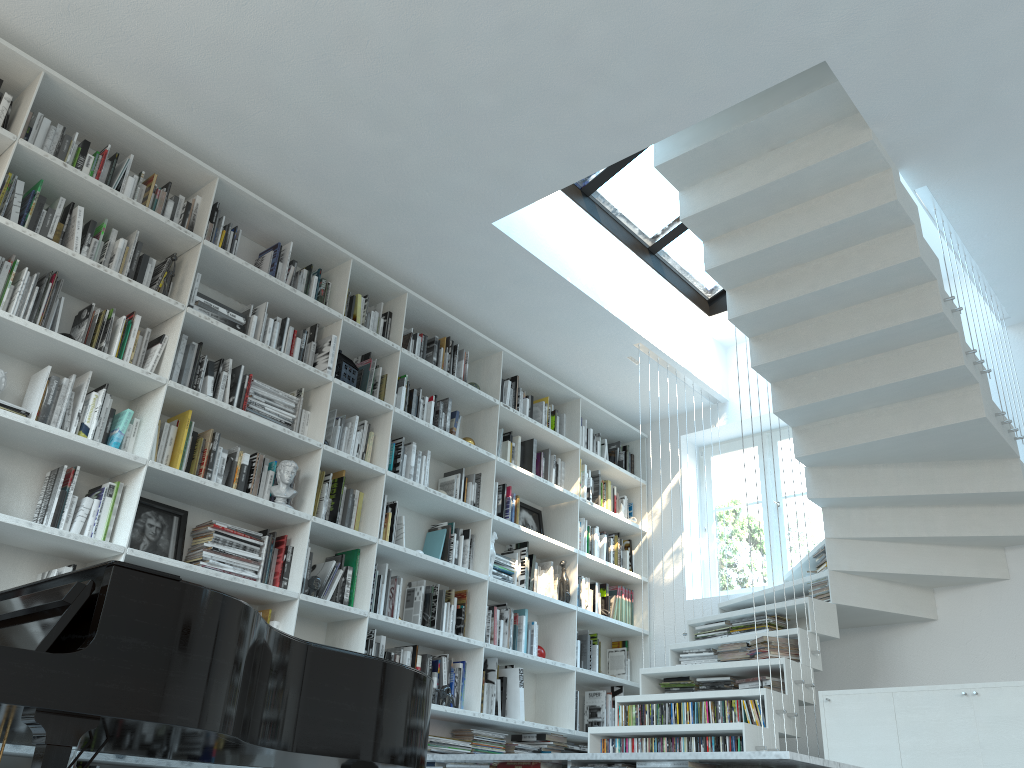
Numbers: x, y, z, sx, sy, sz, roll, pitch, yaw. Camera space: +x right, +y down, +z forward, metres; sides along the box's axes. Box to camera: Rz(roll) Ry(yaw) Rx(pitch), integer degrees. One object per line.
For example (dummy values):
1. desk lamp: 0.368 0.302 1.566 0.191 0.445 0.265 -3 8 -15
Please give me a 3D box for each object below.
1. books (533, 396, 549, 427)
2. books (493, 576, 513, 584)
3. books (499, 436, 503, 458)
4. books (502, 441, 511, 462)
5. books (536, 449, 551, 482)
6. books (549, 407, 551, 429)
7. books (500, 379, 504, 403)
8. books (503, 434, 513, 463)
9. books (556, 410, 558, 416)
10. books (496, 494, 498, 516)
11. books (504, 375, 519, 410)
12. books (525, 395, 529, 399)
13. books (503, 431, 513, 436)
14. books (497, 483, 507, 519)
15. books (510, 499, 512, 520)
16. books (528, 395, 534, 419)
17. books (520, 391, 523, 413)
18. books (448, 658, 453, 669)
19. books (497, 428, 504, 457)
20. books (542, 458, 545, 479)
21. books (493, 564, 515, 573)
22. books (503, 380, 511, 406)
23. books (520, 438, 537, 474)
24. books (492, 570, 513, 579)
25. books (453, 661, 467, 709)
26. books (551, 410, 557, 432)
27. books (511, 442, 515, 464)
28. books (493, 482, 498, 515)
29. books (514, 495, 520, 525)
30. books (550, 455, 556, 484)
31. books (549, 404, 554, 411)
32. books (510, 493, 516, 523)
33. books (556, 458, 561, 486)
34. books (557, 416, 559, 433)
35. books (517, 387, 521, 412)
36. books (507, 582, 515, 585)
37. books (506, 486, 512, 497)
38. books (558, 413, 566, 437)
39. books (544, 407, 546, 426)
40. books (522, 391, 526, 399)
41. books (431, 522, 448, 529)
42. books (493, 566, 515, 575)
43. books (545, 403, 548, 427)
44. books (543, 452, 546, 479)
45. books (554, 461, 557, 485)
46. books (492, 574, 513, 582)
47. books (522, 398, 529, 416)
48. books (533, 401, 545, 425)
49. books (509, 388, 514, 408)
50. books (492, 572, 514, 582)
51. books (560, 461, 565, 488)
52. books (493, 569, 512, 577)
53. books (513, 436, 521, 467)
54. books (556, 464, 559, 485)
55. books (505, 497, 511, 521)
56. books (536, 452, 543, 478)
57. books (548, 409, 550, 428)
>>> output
1. books: 0.185 0.251 6.123 0.166 0.319 0.007 -18 -33 37
2. books: -0.138 1.183 5.333 0.161 0.012 0.255 -21 -36 40
3. books: -0.121 0.456 5.673 0.130 0.249 0.026 -18 -33 37
4. books: -0.088 0.479 5.667 0.175 0.206 0.025 -18 -34 37
5. books: 0.179 0.591 5.957 0.181 0.293 0.022 -18 -33 37
6. books: 0.200 0.292 6.123 0.165 0.247 0.031 -18 -33 37
7. books: -0.135 0.098 5.768 0.185 0.240 0.026 -18 -33 37
8. books: -0.073 0.466 5.698 0.167 0.260 0.026 -18 -33 37
9. books: 0.259 0.324 6.215 0.136 0.278 0.025 -18 -33 37
10. books: -0.147 0.778 5.523 0.131 0.267 0.043 -18 -33 37
11. books: -0.035 0.114 5.888 0.180 0.330 0.014 -18 -33 37
12. books: 0.045 0.212 5.987 0.161 0.253 0.012 -18 -33 37
13. books: -0.067 0.459 5.724 0.163 0.295 0.011 -18 -33 37
14. books: -0.111 0.774 5.531 0.177 0.286 0.012 -18 -33 37
15. books: -0.070 0.833 5.562 0.153 0.212 0.033 -18 -33 37
16. books: 0.068 0.215 5.994 0.165 0.256 0.030 -18 -33 37
17. books: -0.001 0.181 5.911 0.172 0.235 0.022 -18 -33 37
18. books: -0.387 1.647 4.849 0.143 0.281 0.012 -18 -33 37
19. books: -0.138 0.425 5.649 0.167 0.281 0.052 -18 -33 37
20. books: 0.142 0.608 5.910 0.165 0.216 0.031 -18 -33 37
21. books: -0.134 1.119 5.368 0.160 0.012 0.286 -16 -33 34
22. books: -0.083 0.117 5.840 0.150 0.276 0.048 -18 -33 37
23. books: 0.052 0.507 5.772 0.246 0.264 0.032 -18 -34 37
24. books: -0.134 1.150 5.348 0.161 0.012 0.255 -15 -32 32
25. books: -0.325 1.671 4.879 0.171 0.271 0.025 -18 -33 37
26. books: 0.231 0.312 6.144 0.186 0.234 0.018 -18 -33 37
27. books: -0.055 0.499 5.721 0.158 0.223 0.030 -18 -33 37
28. books: -0.157 0.758 5.502 0.160 0.283 0.012 -18 -33 37
29. books: -0.028 0.836 5.597 0.178 0.242 0.026 -18 -33 37
30. books: 0.213 0.622 5.989 0.177 0.271 0.036 -18 -33 37
31. books: 0.230 0.295 6.183 0.131 0.297 0.020 -18 -33 37
32. books: -0.051 0.825 5.589 0.167 0.252 0.021 -18 -33 37
33. books: 0.265 0.656 6.064 0.147 0.282 0.026 -18 -33 37
34. books: 0.253 0.340 6.171 0.169 0.209 0.029 -18 -34 37
35. books: -0.012 0.162 5.904 0.168 0.260 0.014 -18 -33 37
36. books: -0.137 1.193 5.326 0.286 0.012 0.160 26 -35 -38
37. books: -0.080 0.791 5.560 0.176 0.283 0.014 -18 -33 37
38. books: 0.307 0.348 6.239 0.163 0.262 0.026 -18 -33 37
39. books: 0.155 0.276 6.066 0.183 0.219 0.008 -18 -34 37
40. books: 0.023 0.190 5.974 0.153 0.277 0.012 -18 -33 37
41. books: -0.426 0.943 5.089 0.135 0.289 0.016 -18 -33 37
42. books: -0.131 1.129 5.361 0.254 0.012 0.161 26 -35 -38
43. books: 0.164 0.271 6.089 0.189 0.250 0.016 -18 -33 37
44. books: 0.154 0.600 5.943 0.156 0.262 0.023 -18 -33 37
45. books: 0.228 0.650 6.009 0.162 0.240 0.031 -18 -33 37
46. books: -0.141 1.173 5.341 0.161 0.012 0.255 -20 -35 38
47. books: 0.030 0.211 5.930 0.190 0.201 0.024 -18 -34 37
48. books: 0.149 0.255 6.063 0.169 0.254 0.019 -18 -33 37
49. books: -0.061 0.153 5.857 0.148 0.230 0.031 -18 -33 37
50. books: -0.139 1.163 5.347 0.160 0.012 0.286 -17 -33 35
51. books: 0.285 0.674 6.078 0.169 0.264 0.031 -18 -33 37
52. books: -0.141 1.142 5.360 0.161 0.012 0.255 -18 -34 37
53. books: -0.015 0.488 5.766 0.156 0.286 0.026 -18 -33 37
54. books: 0.246 0.670 6.040 0.158 0.233 0.022 -18 -33 37
55. books: -0.082 0.818 5.527 0.190 0.206 0.013 -18 -34 37
56. books: 0.125 0.583 5.887 0.189 0.238 0.014 -18 -33 37
57. books: 0.193 0.294 6.102 0.170 0.224 0.007 -18 -34 37
